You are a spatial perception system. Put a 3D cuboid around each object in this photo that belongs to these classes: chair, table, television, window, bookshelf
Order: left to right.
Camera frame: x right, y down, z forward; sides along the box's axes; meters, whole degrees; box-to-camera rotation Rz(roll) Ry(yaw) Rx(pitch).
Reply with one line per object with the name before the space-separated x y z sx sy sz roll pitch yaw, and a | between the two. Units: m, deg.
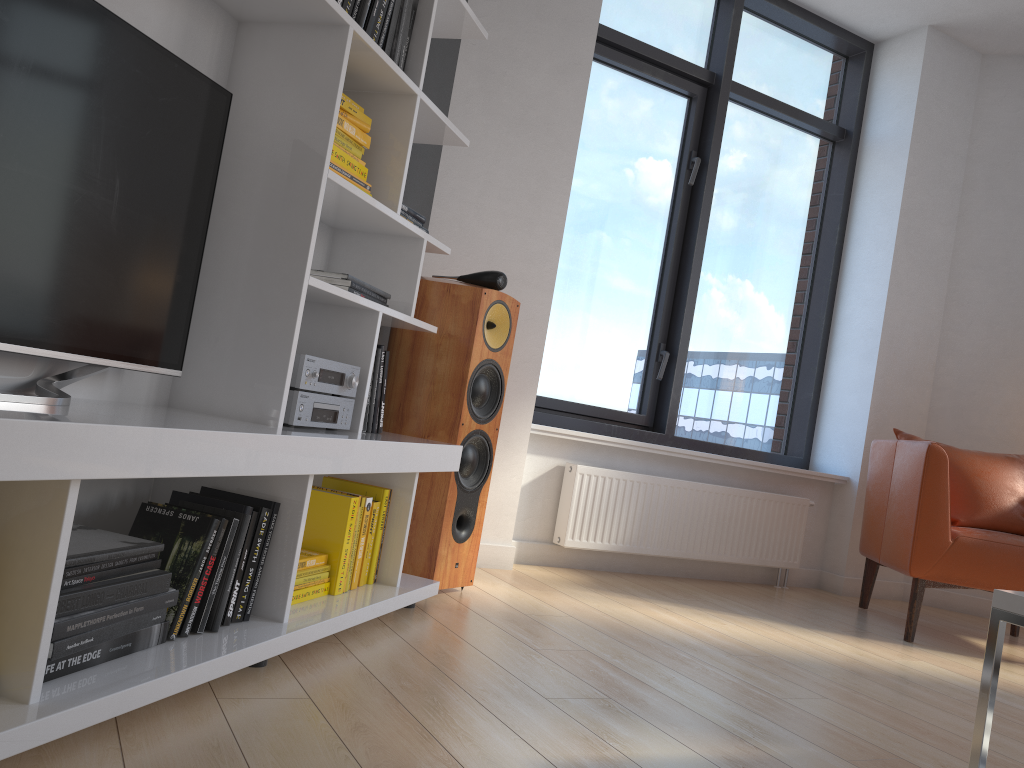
television | -0.843 -0.337 1.404 0.207 0.704 1.102 9 -2 17
bookshelf | -0.708 -0.492 1.385 0.455 2.052 3.000 9 -2 17
window | 0.932 -0.876 4.512 1.960 2.402 0.170 11 -3 -28
chair | 2.037 0.674 3.855 0.896 0.858 0.843 9 -2 4
table | 1.573 0.702 1.385 1.091 0.435 1.091 11 -3 -28

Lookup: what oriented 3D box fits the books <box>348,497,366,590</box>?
books | -0.503 0.416 2.409 0.180 0.251 0.019 9 -2 17

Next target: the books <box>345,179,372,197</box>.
books | -0.506 -0.515 2.263 0.194 0.028 0.257 9 -2 22

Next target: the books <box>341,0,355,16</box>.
books | -0.460 -0.978 2.136 0.191 0.249 0.084 9 -2 17

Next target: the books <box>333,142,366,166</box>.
books | -0.518 -0.605 2.270 0.189 0.014 0.251 9 -2 20

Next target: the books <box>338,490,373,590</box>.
books | -0.493 0.419 2.434 0.185 0.250 0.035 9 -2 17

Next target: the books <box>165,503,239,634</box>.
books | -0.672 0.374 1.816 0.169 0.233 0.081 9 -2 16

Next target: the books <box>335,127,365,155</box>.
books | -0.509 -0.641 2.273 0.171 0.019 0.239 9 -2 17

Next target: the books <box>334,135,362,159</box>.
books | -0.499 -0.620 2.256 0.145 0.023 0.217 9 -2 21

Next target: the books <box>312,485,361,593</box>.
books | -0.516 0.408 2.372 0.199 0.263 0.015 9 -2 17

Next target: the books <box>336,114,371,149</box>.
books | -0.499 -0.665 2.284 0.176 0.033 0.239 9 -2 20

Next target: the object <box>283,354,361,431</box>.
object | -0.570 0.011 2.238 0.270 0.174 0.285 9 -2 17

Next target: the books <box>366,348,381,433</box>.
books | -0.466 0.007 2.532 0.169 0.242 0.050 9 -2 17

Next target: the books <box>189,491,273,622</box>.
books | -0.647 0.375 1.936 0.191 0.249 0.084 9 -2 17

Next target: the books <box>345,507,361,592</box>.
books | -0.494 0.430 2.383 0.156 0.229 0.024 9 -2 17

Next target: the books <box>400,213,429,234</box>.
books | -0.361 -0.474 2.599 0.161 0.023 0.213 9 -2 21

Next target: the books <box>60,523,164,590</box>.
books | -0.808 0.294 1.550 0.250 0.047 0.310 9 -2 13

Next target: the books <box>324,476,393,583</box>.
books | -0.469 0.419 2.568 0.213 0.270 0.025 9 -2 17

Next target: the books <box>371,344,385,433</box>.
books | -0.467 0.003 2.563 0.193 0.255 0.066 9 -2 17

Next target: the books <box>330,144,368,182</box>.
books | -0.509 -0.575 2.267 0.189 0.042 0.243 9 -2 17

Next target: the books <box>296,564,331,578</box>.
books | -0.559 0.458 2.224 0.134 0.014 0.187 9 -2 17

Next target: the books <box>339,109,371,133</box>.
books | -0.498 -0.694 2.279 0.160 0.022 0.227 8 -3 33

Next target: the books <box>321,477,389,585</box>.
books | -0.468 0.418 2.540 0.204 0.270 0.029 9 -2 17

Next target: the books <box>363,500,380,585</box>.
books | -0.474 0.434 2.510 0.172 0.234 0.024 9 -2 17

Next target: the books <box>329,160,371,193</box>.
books | -0.510 -0.541 2.263 0.203 0.024 0.257 9 -2 20

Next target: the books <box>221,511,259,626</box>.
books | -0.654 0.377 1.899 0.179 0.243 0.068 9 -2 16

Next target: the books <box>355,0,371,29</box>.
books | -0.419 -0.964 2.181 0.172 0.242 0.069 9 -2 18

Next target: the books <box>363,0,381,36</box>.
books | -0.417 -0.964 2.232 0.179 0.243 0.071 9 -2 16

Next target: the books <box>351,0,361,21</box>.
books | -0.450 -0.980 2.169 0.197 0.260 0.066 9 -2 17

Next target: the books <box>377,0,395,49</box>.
books | -0.407 -0.967 2.304 0.197 0.260 0.066 9 -2 17

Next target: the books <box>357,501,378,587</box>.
books | -0.478 0.432 2.484 0.172 0.234 0.024 9 -2 17

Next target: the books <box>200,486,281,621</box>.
books | -0.638 0.373 1.969 0.197 0.260 0.066 9 -2 17

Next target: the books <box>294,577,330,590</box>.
books | -0.568 0.486 2.223 0.148 0.011 0.196 9 -2 17

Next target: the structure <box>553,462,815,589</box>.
structure | 0.851 0.691 4.173 1.474 0.460 0.110 11 -3 -28

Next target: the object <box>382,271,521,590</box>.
object | -0.289 0.135 3.052 0.434 1.088 0.290 8 -3 32

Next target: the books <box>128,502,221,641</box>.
books | -0.700 0.367 1.756 0.182 0.234 0.104 9 -2 17

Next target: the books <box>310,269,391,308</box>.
books | -0.499 -0.262 2.420 0.250 0.047 0.310 9 -2 13

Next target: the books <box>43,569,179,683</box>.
books | -0.801 0.389 1.546 0.277 0.137 0.343 9 -2 12

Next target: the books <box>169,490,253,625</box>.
books | -0.667 0.367 1.875 0.192 0.254 0.075 9 -2 16

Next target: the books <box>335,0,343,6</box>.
books | -0.467 -0.976 2.099 0.179 0.243 0.068 9 -2 16

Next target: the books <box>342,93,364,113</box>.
books | -0.509 -0.743 2.285 0.163 0.023 0.223 9 -2 21

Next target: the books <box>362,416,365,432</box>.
books | -0.493 0.004 2.492 0.189 0.240 0.053 9 -2 18

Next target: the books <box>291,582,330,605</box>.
books | -0.568 0.509 2.221 0.147 0.033 0.190 9 -2 17

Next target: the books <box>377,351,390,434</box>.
books | -0.452 0.012 2.589 0.177 0.242 0.066 9 -2 17

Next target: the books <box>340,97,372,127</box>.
books | -0.489 -0.716 2.287 0.163 0.023 0.223 9 -2 21

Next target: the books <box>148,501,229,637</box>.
books | -0.694 0.370 1.790 0.187 0.234 0.096 9 -2 18

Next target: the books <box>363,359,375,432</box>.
books | -0.480 0.008 2.513 0.170 0.236 0.049 9 -2 18

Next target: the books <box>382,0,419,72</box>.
books | -0.401 -0.988 2.406 0.259 0.321 0.128 9 -2 17

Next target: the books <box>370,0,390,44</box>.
books | -0.416 -0.965 2.272 0.191 0.249 0.084 9 -2 17

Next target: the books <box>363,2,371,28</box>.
books | -0.436 -0.973 2.211 0.192 0.254 0.075 9 -2 16

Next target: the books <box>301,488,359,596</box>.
books | -0.523 0.408 2.342 0.198 0.255 0.044 9 -2 17

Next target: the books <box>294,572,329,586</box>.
books | -0.549 0.475 2.213 0.113 0.018 0.169 9 -2 19

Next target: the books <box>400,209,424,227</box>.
books | -0.361 -0.493 2.599 0.142 0.015 0.198 9 -2 16

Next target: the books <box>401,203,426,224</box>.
books | -0.371 -0.514 2.607 0.161 0.023 0.213 9 -2 21

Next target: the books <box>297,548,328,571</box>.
books | -0.569 0.436 2.225 0.138 0.026 0.186 9 -2 17

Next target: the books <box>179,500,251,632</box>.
books | -0.650 0.376 1.845 0.172 0.242 0.069 9 -2 18
